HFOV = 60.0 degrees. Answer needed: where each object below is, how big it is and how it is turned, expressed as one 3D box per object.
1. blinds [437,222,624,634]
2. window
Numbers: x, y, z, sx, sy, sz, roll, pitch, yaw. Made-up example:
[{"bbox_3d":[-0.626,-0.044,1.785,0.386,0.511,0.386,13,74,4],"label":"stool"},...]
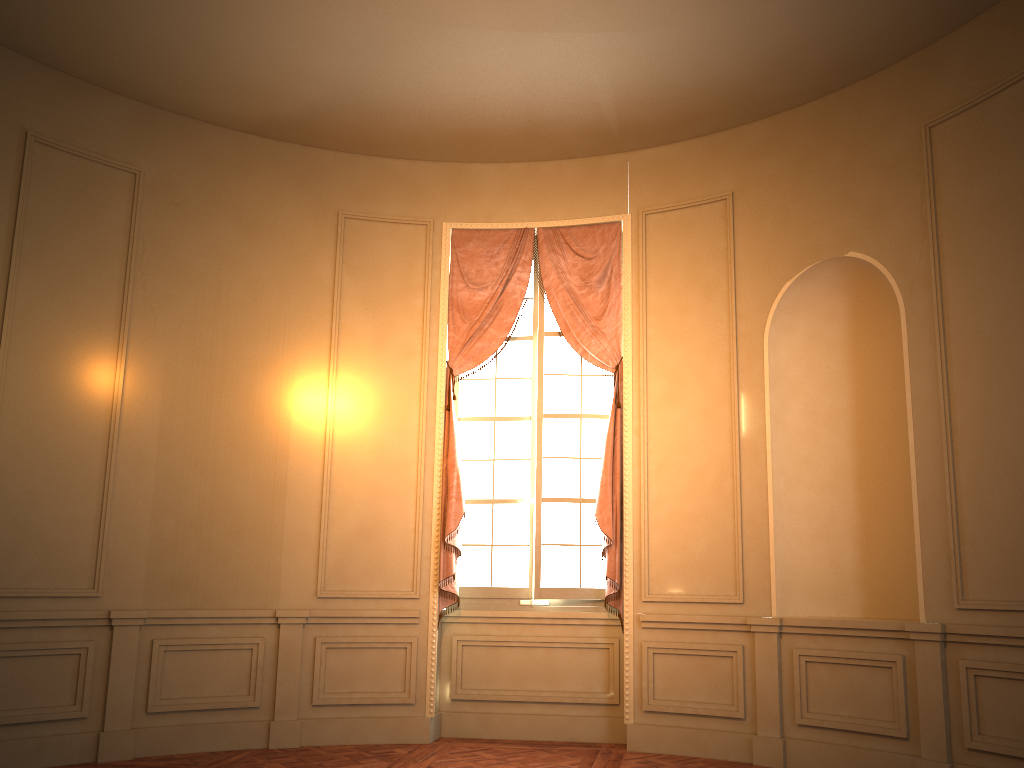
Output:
[{"bbox_3d":[0.151,0.252,6.347,1.324,2.956,0.289,0,-10,8],"label":"blinds"},{"bbox_3d":[0.185,0.237,6.583,1.300,2.817,0.155,-1,-10,8],"label":"window"}]
